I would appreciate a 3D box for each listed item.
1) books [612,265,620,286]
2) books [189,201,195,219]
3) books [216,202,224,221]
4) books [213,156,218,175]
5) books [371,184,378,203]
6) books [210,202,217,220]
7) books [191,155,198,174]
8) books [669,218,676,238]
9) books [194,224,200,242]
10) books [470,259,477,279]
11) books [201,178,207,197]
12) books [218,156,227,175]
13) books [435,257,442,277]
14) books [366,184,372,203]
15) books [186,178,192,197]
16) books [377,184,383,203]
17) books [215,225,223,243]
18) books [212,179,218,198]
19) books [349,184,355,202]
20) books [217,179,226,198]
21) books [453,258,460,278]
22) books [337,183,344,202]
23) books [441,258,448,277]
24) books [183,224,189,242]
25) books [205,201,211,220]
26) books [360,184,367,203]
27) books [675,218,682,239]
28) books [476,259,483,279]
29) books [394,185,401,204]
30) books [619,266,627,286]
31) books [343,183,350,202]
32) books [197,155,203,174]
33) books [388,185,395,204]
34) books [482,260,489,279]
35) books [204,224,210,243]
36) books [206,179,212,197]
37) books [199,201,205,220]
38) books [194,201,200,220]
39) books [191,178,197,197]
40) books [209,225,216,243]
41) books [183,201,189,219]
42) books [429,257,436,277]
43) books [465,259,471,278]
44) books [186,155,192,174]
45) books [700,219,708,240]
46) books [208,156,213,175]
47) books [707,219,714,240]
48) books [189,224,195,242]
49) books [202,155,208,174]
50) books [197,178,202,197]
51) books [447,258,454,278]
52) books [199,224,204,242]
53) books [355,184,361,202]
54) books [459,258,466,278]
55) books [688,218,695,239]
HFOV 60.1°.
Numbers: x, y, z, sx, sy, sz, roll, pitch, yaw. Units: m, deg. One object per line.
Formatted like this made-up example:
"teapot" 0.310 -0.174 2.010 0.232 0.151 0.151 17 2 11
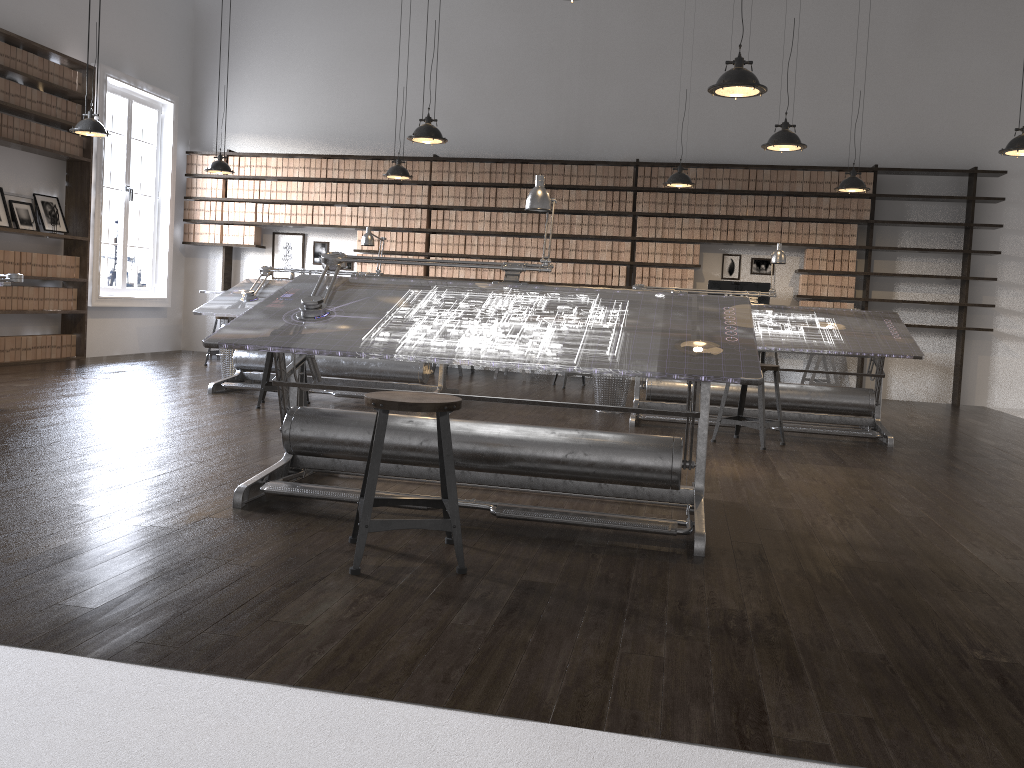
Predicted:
"books" 1.164 -1.206 9.890 0.067 0.225 0.175 4 4 11
"books" -3.877 -2.118 10.839 0.067 0.225 0.175 4 4 11
"books" -3.522 -2.092 10.771 0.067 0.225 0.175 4 4 11
"books" -3.556 -2.645 10.756 0.067 0.225 0.175 4 4 11
"books" -1.583 -2.220 10.387 0.067 0.225 0.175 4 4 11
"books" -3.595 -2.097 10.780 0.067 0.225 0.175 4 4 11
"books" -3.834 -2.665 10.807 0.067 0.225 0.175 4 4 11
"books" 1.766 -1.710 9.762 0.067 0.225 0.175 4 4 11
"books" -3.806 -1.836 10.834 0.067 0.225 0.175 4 4 11
"books" -0.424 -1.321 10.191 0.067 0.225 0.175 4 4 11
"books" -3.708 -2.379 10.797 0.067 0.225 0.175 4 4 11
"books" -3.485 -2.640 10.744 0.067 0.225 0.175 4 4 11
"books" -0.827 -1.350 10.271 0.067 0.225 0.175 4 4 11
"books" -1.648 -2.225 10.405 0.067 0.225 0.175 4 4 11
"books" -3.909 -2.394 10.835 0.067 0.225 0.175 4 4 11
"books" -1.517 -2.216 10.379 0.067 0.225 0.175 4 4 11
"books" -3.539 -1.816 10.780 0.067 0.225 0.175 4 4 11
"books" -3.576 -2.370 10.773 0.067 0.225 0.175 4 4 11
"books" -1.857 -2.240 10.446 0.067 0.225 0.175 4 4 11
"books" -3.506 -2.365 10.760 0.067 0.225 0.175 4 4 11
"books" -0.622 -1.335 10.230 0.067 0.225 0.175 4 4 11
"books" -2.003 -2.251 10.474 0.067 0.225 0.175 4 4 11
"books" -0.758 -1.346 10.262 0.067 0.225 0.175 4 4 11
"books" -3.952 -1.847 10.862 0.067 0.225 0.175 4 4 11
"books" -3.668 -2.103 10.799 0.067 0.225 0.175 4 4 11
"books" -1.718 -2.230 10.419 0.067 0.225 0.175 4 4 11
"books" 1.835 -1.705 9.745 0.067 0.225 0.175 4 4 11
"books" -0.357 -1.316 10.185 0.067 0.225 0.175 4 4 11
"books" -1.315 -2.201 10.341 0.067 0.225 0.175 4 4 11
"books" 1.241 -1.201 9.877 0.067 0.225 0.175 4 4 11
"books" -1.931 -2.245 10.454 0.067 0.225 0.175 4 4 11
"books" -3.762 -2.660 10.797 0.067 0.225 0.175 4 4 11
"books" -1.385 -2.206 10.350 0.067 0.225 0.175 4 4 11
"books" -0.287 -1.311 10.171 0.067 0.225 0.175 4 4 11
"books" -3.681 -1.826 10.804 0.067 0.225 0.175 4 4 11
"books" -3.643 -2.374 10.780 0.067 0.225 0.175 4 4 11
"books" -3.738 -2.108 10.808 0.067 0.225 0.175 4 4 11
"books" -3.807 -2.113 10.825 0.067 0.225 0.175 4 4 11
"books" -3.841 -2.389 10.818 0.067 0.225 0.175 4 4 11
"books" -3.610 -1.821 10.790 0.067 0.225 0.175 4 4 11
"books" -3.944 -2.122 10.845 0.067 0.225 0.175 4 4 11
"books" -0.899 -1.355 10.282 0.067 0.225 0.175 4 4 11
"books" -0.488 -1.326 10.208 0.067 0.225 0.175 4 4 11
"books" -3.905 -2.670 10.820 0.067 0.225 0.175 4 4 11
"books" 2.100 -1.686 9.699 0.067 0.225 0.175 4 4 11
"books" -3.625 -2.650 10.773 0.067 0.225 0.175 4 4 11
"books" 2.169 -1.681 9.686 0.067 0.225 0.175 4 4 11
"books" -3.880 -1.841 10.843 0.067 0.225 0.175 4 4 11
"books" -3.693 -2.655 10.788 0.067 0.225 0.175 4 4 11
"books" -3.770 -2.384 10.807 0.067 0.225 0.175 4 4 11
"books" -0.690 -1.340 10.247 0.067 0.225 0.175 4 4 11
"books" -3.742 -1.831 10.820 0.067 0.225 0.175 4 4 11
"books" -1.788 -2.235 10.428 0.067 0.225 0.175 4 4 11
"books" -0.550 -1.330 10.219 0.067 0.225 0.175 4 4 11
"books" 1.968 -1.695 9.723 0.067 0.225 0.175 4 4 11
